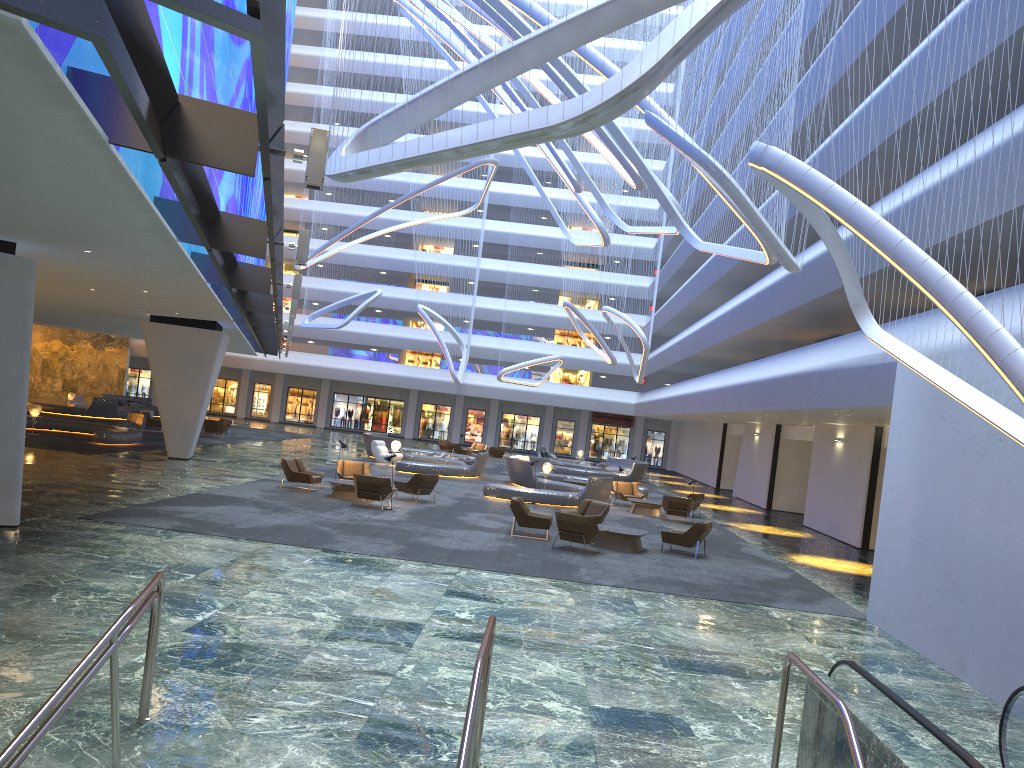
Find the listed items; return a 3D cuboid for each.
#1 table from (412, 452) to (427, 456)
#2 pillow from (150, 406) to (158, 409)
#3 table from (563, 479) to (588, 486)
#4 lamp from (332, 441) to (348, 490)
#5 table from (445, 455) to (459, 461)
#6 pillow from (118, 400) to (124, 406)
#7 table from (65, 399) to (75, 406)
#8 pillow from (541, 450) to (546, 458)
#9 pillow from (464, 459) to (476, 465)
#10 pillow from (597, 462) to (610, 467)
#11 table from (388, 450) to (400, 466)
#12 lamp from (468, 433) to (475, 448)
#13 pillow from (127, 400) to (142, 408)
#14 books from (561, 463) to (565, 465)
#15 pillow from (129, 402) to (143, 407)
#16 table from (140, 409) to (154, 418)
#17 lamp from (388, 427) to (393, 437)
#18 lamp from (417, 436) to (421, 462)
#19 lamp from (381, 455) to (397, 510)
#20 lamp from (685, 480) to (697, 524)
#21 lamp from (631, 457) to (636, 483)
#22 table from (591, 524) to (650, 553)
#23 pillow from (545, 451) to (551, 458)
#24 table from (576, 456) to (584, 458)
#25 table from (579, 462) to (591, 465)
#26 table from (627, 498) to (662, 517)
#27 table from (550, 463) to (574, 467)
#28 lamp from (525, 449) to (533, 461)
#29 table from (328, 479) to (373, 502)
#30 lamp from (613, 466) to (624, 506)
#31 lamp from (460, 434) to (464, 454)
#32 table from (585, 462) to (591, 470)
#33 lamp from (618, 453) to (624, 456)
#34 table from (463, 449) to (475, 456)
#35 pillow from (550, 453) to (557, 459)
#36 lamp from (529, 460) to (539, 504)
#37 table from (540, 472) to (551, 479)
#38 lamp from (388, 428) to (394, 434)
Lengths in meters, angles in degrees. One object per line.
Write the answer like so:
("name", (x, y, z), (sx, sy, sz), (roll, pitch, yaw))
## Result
("table", (-4.068, 3.208, 38.819), (0.672, 0.406, 0.672), (6, -2, 22))
("pillow", (-20.360, 1.353, 50.491), (0.443, 0.207, 0.444), (7, -2, -11))
("table", (2.468, 3.783, 32.631), (1.202, 0.392, 1.204), (7, -2, 3))
("lamp", (-4.586, 2.165, 23.610), (0.201, 1.300, 0.384), (7, 0, 19))
("table", (-2.577, 3.396, 39.031), (0.675, 0.406, 0.670), (8, -2, -35))
("pillow", (-21.856, 1.015, 49.142), (0.314, 0.386, 0.786), (7, -2, 19))
("table", (-22.260, 1.098, 44.555), (0.418, 0.595, 0.428), (7, -1, 2))
("pillow", (1.760, 3.856, 48.759), (0.295, 0.369, 0.770), (7, -2, 15))
("pillow", (-1.405, 3.001, 33.884), (0.692, 0.262, 0.878), (7, -2, 11))
("pillow", (4.672, 4.135, 45.371), (0.694, 0.262, 0.876), (8, -2, -35))
("table", (-4.586, 2.877, 34.363), (0.418, 0.595, 0.427), (7, -1, -23))
("lamp", (-2.245, 3.310, 48.389), (0.385, 1.300, 0.201), (7, 0, -36))
("pillow", (-21.309, 1.115, 50.018), (0.316, 0.366, 0.776), (6, -2, 44))
("books", (2.380, 3.947, 43.829), (0.395, 0.039, 0.302), (6, -2, 17))
("pillow", (-21.211, 1.165, 49.851), (0.693, 0.262, 0.877), (7, -2, -7))
("table", (-19.921, 1.626, 48.367), (0.672, 0.406, 0.672), (8, -2, -43))
("lamp", (-5.766, 2.644, 41.455), (0.202, 1.300, 0.383), (7, 0, -43))
("lamp", (-3.601, 2.643, 33.929), (0.202, 1.300, 0.383), (7, 0, -22))
("lamp", (-2.861, 2.267, 20.568), (0.383, 1.300, 0.202), (7, 0, 20))
("lamp", (5.188, 3.423, 25.836), (0.383, 1.300, 0.202), (7, 0, 20))
("lamp", (5.648, 4.019, 41.378), (0.202, 1.300, 0.383), (7, 0, -38))
("table", (2.259, 3.276, 18.794), (1.201, 0.392, 1.205), (6, -2, 21))
("pillow", (1.971, 3.858, 48.784), (0.314, 0.386, 0.786), (7, -2, 18))
("table", (3.857, 4.479, 50.828), (0.418, 0.595, 0.427), (7, -1, -23))
("table", (3.957, 4.503, 48.178), (0.671, 0.406, 0.674), (7, -1, -1))
("table", (4.122, 3.795, 27.226), (1.203, 0.392, 1.204), (7, -2, 2))
("table", (2.447, 4.172, 43.862), (1.202, 0.392, 1.204), (7, -2, 3))
("lamp", (0.625, 3.169, 34.367), (0.383, 1.300, 0.202), (7, 0, 20))
("table", (-3.926, 2.640, 21.958), (1.202, 0.392, 1.204), (7, -2, 3))
("lamp", (3.463, 3.320, 28.878), (0.201, 1.300, 0.384), (7, 0, 19))
("lamp", (-2.574, 3.149, 44.901), (0.202, 1.300, 0.383), (7, 0, -35))
("table", (3.766, 4.249, 44.791), (0.418, 0.595, 0.428), (7, -1, -1))
("lamp", (5.543, 4.148, 45.435), (0.384, 1.300, 0.202), (7, 0, 2))
("table", (-2.660, 3.651, 46.625), (1.201, 0.392, 1.206), (5, -2, 38))
("pillow", (2.178, 3.985, 49.066), (0.872, 0.280, 0.686), (5, -2, 40))
("lamp", (0.599, 2.878, 26.117), (0.383, 1.300, 0.202), (7, 0, 20))
("table", (1.169, 3.478, 31.648), (0.418, 0.595, 0.428), (7, -1, 2))
("lamp", (-5.433, 2.601, 39.065), (0.384, 1.300, 0.202), (7, 0, -4))
